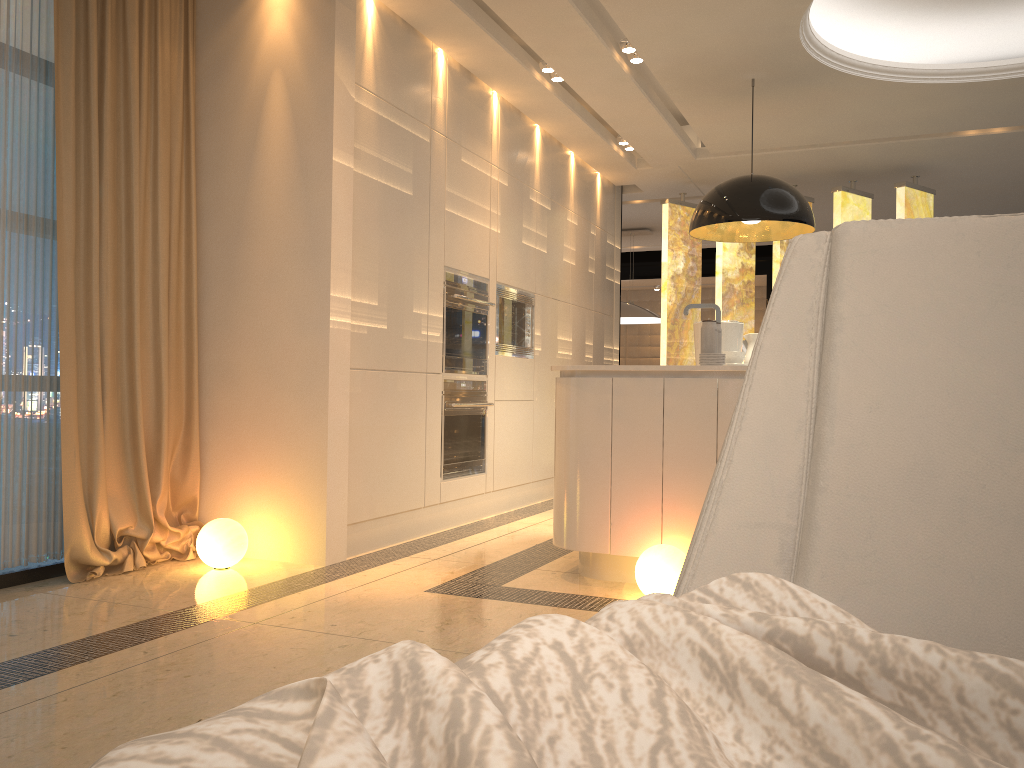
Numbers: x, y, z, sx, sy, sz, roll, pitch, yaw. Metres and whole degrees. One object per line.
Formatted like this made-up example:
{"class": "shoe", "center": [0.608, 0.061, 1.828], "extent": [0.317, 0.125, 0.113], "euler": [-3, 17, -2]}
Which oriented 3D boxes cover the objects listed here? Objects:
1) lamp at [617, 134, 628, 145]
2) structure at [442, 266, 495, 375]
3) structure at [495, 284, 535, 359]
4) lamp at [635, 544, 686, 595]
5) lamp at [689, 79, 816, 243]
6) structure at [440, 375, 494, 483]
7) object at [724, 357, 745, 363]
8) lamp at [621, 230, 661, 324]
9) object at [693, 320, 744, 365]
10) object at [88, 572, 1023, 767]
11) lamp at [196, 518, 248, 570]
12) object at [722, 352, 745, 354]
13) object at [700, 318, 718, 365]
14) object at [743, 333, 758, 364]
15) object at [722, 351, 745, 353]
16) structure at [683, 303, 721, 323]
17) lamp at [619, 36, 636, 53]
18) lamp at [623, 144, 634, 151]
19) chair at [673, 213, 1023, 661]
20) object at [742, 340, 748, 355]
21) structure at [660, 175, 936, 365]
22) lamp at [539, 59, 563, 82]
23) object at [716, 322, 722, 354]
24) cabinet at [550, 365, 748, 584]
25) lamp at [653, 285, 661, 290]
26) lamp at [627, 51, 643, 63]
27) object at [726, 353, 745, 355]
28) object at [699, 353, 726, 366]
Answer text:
{"class": "lamp", "center": [0.845, -1.871, 6.699], "extent": [0.107, 0.127, 0.107], "euler": [1, -1, 4]}
{"class": "structure", "center": [-0.480, -0.358, 5.297], "extent": [0.595, 0.597, 0.609], "euler": [1, -1, 23]}
{"class": "structure", "center": [-0.177, -0.404, 5.979], "extent": [0.446, 0.450, 0.659], "euler": [1, -1, 23]}
{"class": "lamp", "center": [0.567, 0.706, 3.311], "extent": [0.212, 0.214, 0.213], "euler": [1, -1, -16]}
{"class": "lamp", "center": [1.400, -1.332, 5.171], "extent": [0.710, 0.898, 0.710], "euler": [1, -1, 33]}
{"class": "structure", "center": [-0.490, 0.251, 5.290], "extent": [0.595, 0.597, 0.609], "euler": [1, -1, 23]}
{"class": "object", "center": [1.201, -0.121, 4.836], "extent": [0.138, 0.051, 0.138], "euler": [1, -1, -19]}
{"class": "lamp", "center": [0.995, -1.211, 10.128], "extent": [1.578, 0.995, 0.939], "euler": [1, -1, 23]}
{"class": "object", "center": [1.200, -0.208, 5.161], "extent": [0.288, 0.330, 0.288], "euler": [0, -1, 40]}
{"class": "object", "center": [0.188, 0.482, 0.708], "extent": [0.972, 0.580, 1.347], "euler": [1, -1, -30]}
{"class": "lamp", "center": [-1.242, 0.683, 3.804], "extent": [0.212, 0.214, 0.213], "euler": [1, -1, -16]}
{"class": "object", "center": [1.202, -0.144, 4.836], "extent": [0.138, 0.051, 0.138], "euler": [1, -1, -19]}
{"class": "object", "center": [0.851, -0.173, 3.831], "extent": [0.071, 0.219, 0.071], "euler": [1, -1, 14]}
{"class": "object", "center": [1.473, -0.166, 5.225], "extent": [0.211, 0.254, 0.183], "euler": [1, -1, -15]}
{"class": "object", "center": [1.202, -0.149, 4.836], "extent": [0.138, 0.051, 0.138], "euler": [1, -1, -19]}
{"class": "structure", "center": [0.870, -0.216, 4.070], "extent": [0.177, 0.310, 0.089], "euler": [1, -1, 23]}
{"class": "lamp", "center": [0.646, -1.894, 4.890], "extent": [0.107, 0.127, 0.107], "euler": [1, -1, 4]}
{"class": "lamp", "center": [0.910, -1.869, 6.849], "extent": [0.107, 0.127, 0.107], "euler": [1, -1, 19]}
{"class": "chair", "center": [0.402, 0.287, 0.679], "extent": [1.027, 0.991, 0.983], "euler": [1, -1, 22]}
{"class": "object", "center": [1.599, -0.210, 6.282], "extent": [0.256, 0.212, 0.249], "euler": [1, -1, -32]}
{"class": "structure", "center": [2.344, -0.392, 7.436], "extent": [2.180, 2.555, 0.448], "euler": [1, -1, 23]}
{"class": "lamp", "center": [0.246, -1.896, 5.286], "extent": [0.107, 0.127, 0.270], "euler": [1, -1, 23]}
{"class": "object", "center": [0.893, -0.171, 3.930], "extent": [0.071, 0.219, 0.071], "euler": [1, -1, 0]}
{"class": "cabinet", "center": [1.307, 0.401, 5.148], "extent": [1.046, 0.887, 3.752], "euler": [1, -1, 23]}
{"class": "lamp", "center": [2.063, -1.395, 12.620], "extent": [0.107, 0.127, 0.107], "euler": [1, -1, 4]}
{"class": "lamp", "center": [0.710, -1.891, 5.041], "extent": [0.107, 0.127, 0.107], "euler": [1, -1, 4]}
{"class": "object", "center": [1.202, -0.138, 4.836], "extent": [0.138, 0.051, 0.138], "euler": [1, -1, -19]}
{"class": "object", "center": [0.845, -0.096, 3.740], "extent": [0.111, 0.062, 0.111], "euler": [0, -1, 44]}
